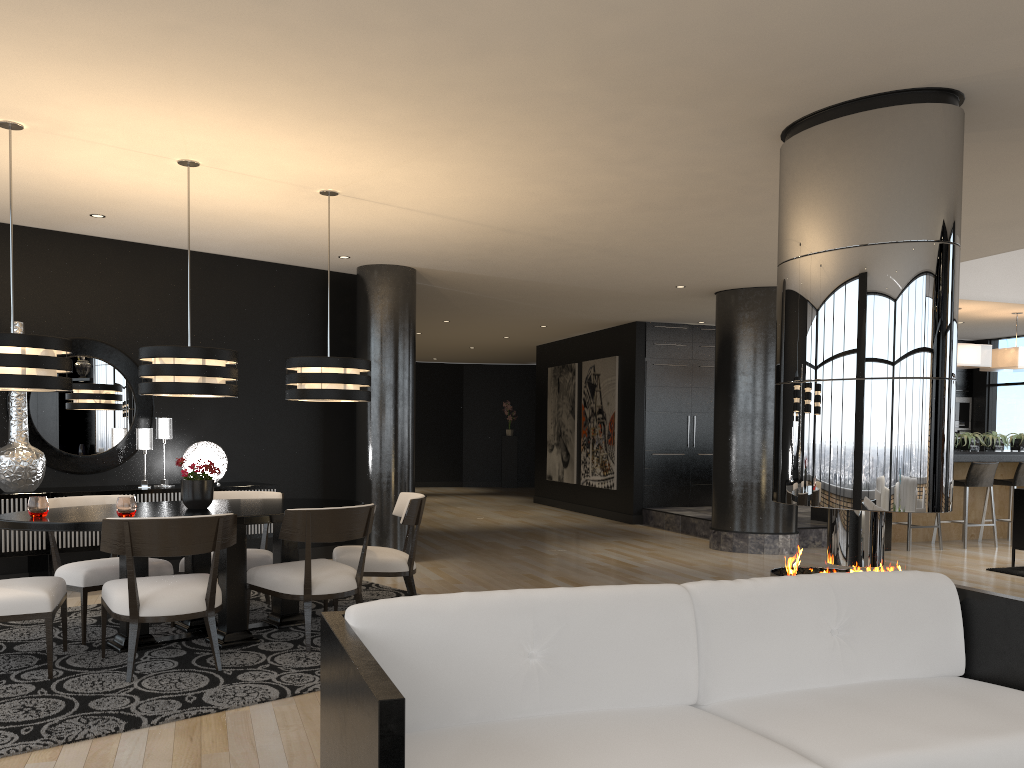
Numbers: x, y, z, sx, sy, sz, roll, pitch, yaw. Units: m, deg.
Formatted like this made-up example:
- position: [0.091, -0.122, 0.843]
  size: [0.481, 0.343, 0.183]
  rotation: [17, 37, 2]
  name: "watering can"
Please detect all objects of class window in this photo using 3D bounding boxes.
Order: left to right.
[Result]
- position: [3.438, -0.858, 5.003]
  size: [15.897, 4.791, 10.124]
  rotation: [2, -3, -33]
  name: "window"

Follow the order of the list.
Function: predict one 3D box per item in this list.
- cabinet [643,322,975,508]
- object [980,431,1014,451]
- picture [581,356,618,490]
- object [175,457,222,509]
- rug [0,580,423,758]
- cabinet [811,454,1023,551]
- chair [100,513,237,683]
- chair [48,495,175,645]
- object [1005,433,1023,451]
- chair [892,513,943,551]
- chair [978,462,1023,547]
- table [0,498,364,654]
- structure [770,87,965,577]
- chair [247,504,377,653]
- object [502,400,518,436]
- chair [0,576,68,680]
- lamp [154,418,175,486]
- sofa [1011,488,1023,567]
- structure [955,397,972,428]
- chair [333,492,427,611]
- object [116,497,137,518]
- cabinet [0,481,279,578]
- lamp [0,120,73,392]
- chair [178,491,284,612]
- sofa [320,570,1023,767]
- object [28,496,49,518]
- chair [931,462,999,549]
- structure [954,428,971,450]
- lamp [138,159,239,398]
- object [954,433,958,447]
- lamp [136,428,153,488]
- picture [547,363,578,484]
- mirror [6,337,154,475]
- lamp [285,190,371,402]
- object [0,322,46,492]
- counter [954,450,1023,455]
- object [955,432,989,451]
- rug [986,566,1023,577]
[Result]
- position: [4.378, 0.524, 13.165]
  size: [5.729, 2.531, 0.726]
  rotation: [1, 2, -19]
  name: "cabinet"
- position: [5.671, 0.663, 10.286]
  size: [0.406, 0.239, 0.398]
  rotation: [0, -2, 5]
  name: "object"
- position: [1.288, 0.575, 12.903]
  size: [0.077, 1.877, 1.153]
  rotation: [0, 1, -19]
  name: "picture"
- position: [-1.808, 0.572, 5.098]
  size: [0.237, 0.299, 0.228]
  rotation: [0, 0, -40]
  name: "object"
- position: [-1.879, 1.484, 5.121]
  size: [3.724, 0.011, 2.716]
  rotation: [3, -4, -42]
  name: "rug"
- position: [5.228, 1.340, 10.482]
  size: [3.115, 1.040, 1.179]
  rotation: [2, -1, -19]
  name: "cabinet"
- position: [-1.768, 1.055, 4.516]
  size: [0.643, 0.807, 0.615]
  rotation: [0, 0, -32]
  name: "chair"
- position: [-2.457, 1.092, 5.317]
  size: [0.615, 0.807, 0.642]
  rotation: [1, 0, 34]
  name: "chair"
- position: [6.017, 0.688, 10.469]
  size: [0.397, 0.217, 0.406]
  rotation: [0, -2, 5]
  name: "object"
- position: [4.395, 1.327, 9.702]
  size: [0.476, 0.965, 0.518]
  rotation: [0, 1, -19]
  name: "chair"
- position: [5.797, 1.370, 10.197]
  size: [0.476, 0.965, 0.518]
  rotation: [0, 1, -19]
  name: "chair"
- position: [-1.819, 1.106, 5.137]
  size: [2.107, 0.770, 1.208]
  rotation: [3, -3, -40]
  name: "table"
- position: [1.677, 0.112, 4.266]
  size: [0.586, 2.747, 0.890]
  rotation: [-1, 2, -32]
  name: "structure"
- position: [-1.144, 1.095, 5.115]
  size: [0.615, 0.807, 0.642]
  rotation: [1, 0, 41]
  name: "chair"
- position: [-0.047, 0.756, 19.498]
  size: [0.338, 0.788, 0.228]
  rotation: [1, 2, 10]
  name: "object"
- position: [-2.600, 1.041, 4.416]
  size: [0.616, 0.807, 0.642]
  rotation: [0, 0, -21]
  name: "chair"
- position: [-2.801, 0.548, 7.109]
  size: [0.132, 0.551, 0.124]
  rotation: [1, 2, 11]
  name: "lamp"
- position: [5.844, 1.345, 8.312]
  size: [2.032, 0.805, 0.837]
  rotation: [1, -1, -19]
  name: "sofa"
- position: [6.849, 0.439, 13.676]
  size: [0.676, 0.475, 0.026]
  rotation: [1, 2, -19]
  name: "structure"
- position: [-0.879, 1.139, 5.881]
  size: [0.616, 0.807, 0.642]
  rotation: [1, 0, -13]
  name: "chair"
- position: [-1.978, 0.633, 4.526]
  size: [0.095, 0.106, 0.095]
  rotation: [1, 0, -31]
  name: "object"
- position: [-2.992, 1.192, 6.910]
  size: [2.238, 0.767, 0.610]
  rotation: [3, -1, -41]
  name: "cabinet"
- position: [-2.513, -0.636, 4.434]
  size: [0.535, 1.331, 0.535]
  rotation: [-1, 2, -43]
  name: "lamp"
- position: [-1.836, 1.126, 5.819]
  size: [0.643, 0.807, 0.615]
  rotation: [1, 0, -13]
  name: "chair"
- position: [0.586, 0.960, 2.295]
  size: [2.032, 0.805, 0.837]
  rotation: [1, -1, -19]
  name: "sofa"
- position: [-2.412, 0.626, 4.494]
  size: [0.095, 0.106, 0.095]
  rotation: [1, 0, 14]
  name: "object"
- position: [5.137, 1.350, 9.964]
  size: [0.476, 0.965, 0.518]
  rotation: [0, 1, -19]
  name: "chair"
- position: [6.844, 0.904, 13.696]
  size: [0.678, 0.446, 0.070]
  rotation: [1, 2, -19]
  name: "structure"
- position: [-1.840, -0.596, 5.030]
  size: [0.535, 1.331, 0.535]
  rotation: [-1, 2, -43]
  name: "lamp"
- position: [4.899, 0.641, 10.038]
  size: [0.397, 0.239, 0.406]
  rotation: [0, -2, 5]
  name: "object"
- position: [-2.893, 0.580, 6.950]
  size: [0.125, 0.466, 0.132]
  rotation: [0, 2, -19]
  name: "lamp"
- position: [0.820, 0.643, 14.228]
  size: [0.077, 1.877, 1.153]
  rotation: [0, 1, -19]
  name: "picture"
- position: [-3.354, 0.174, 6.921]
  size: [1.076, 1.080, 0.025]
  rotation: [1, 2, -42]
  name: "mirror"
- position: [-1.167, -0.557, 5.625]
  size: [0.535, 1.331, 0.535]
  rotation: [-1, 2, -43]
  name: "lamp"
- position: [-3.524, 0.166, 6.301]
  size: [0.343, 1.211, 0.342]
  rotation: [-1, 2, -33]
  name: "object"
- position: [5.234, 0.803, 10.460]
  size: [3.115, 0.032, 1.180]
  rotation: [2, -3, -19]
  name: "counter"
- position: [5.316, 0.664, 10.159]
  size: [0.406, 0.217, 0.398]
  rotation: [0, -2, 5]
  name: "object"
- position: [6.222, 1.699, 7.469]
  size: [3.034, 0.011, 2.482]
  rotation: [2, -3, -18]
  name: "rug"
